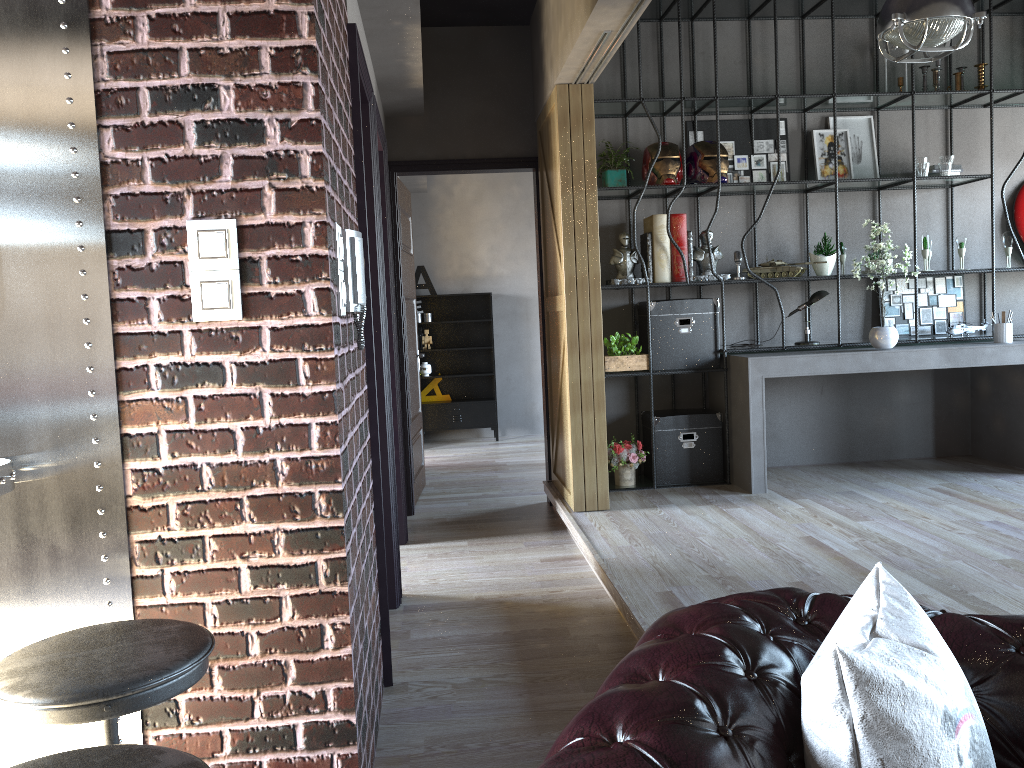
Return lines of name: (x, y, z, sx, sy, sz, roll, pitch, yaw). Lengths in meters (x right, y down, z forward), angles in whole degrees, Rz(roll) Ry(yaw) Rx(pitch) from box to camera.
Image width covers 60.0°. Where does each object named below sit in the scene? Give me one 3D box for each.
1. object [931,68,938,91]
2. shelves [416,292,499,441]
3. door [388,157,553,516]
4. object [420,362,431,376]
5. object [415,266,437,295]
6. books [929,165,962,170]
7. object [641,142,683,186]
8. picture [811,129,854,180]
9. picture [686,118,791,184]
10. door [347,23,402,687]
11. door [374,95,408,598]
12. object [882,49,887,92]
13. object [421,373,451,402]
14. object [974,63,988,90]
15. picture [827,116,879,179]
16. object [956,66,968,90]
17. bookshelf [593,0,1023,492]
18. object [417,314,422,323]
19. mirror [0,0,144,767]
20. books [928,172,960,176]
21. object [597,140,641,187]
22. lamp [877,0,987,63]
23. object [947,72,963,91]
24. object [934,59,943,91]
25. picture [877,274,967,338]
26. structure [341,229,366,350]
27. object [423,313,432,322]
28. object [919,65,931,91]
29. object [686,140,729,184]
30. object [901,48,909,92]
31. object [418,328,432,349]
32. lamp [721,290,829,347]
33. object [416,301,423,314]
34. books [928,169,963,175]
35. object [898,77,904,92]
object: (3.034, -2.140, 6.351, 0.080, 0.225, 0.080, -5, 5, -32)
shelves: (-0.655, -0.177, 10.072, 0.911, 1.676, 0.354, -3, 4, -5)
door: (-0.321, -0.379, 6.958, 1.150, 2.541, 1.129, -3, 4, -5)
object: (-0.984, -0.165, 10.033, 0.139, 0.162, 0.139, -6, 5, -40)
object: (-1.030, -1.176, 10.116, 0.343, 0.344, 0.057, -3, 4, -5)
books: (3.083, -1.552, 6.398, 0.225, 0.029, 0.179, -4, 5, -13)
object: (1.039, -1.502, 6.090, 0.280, 0.327, 0.400, -3, 4, 0)
picture: (2.311, -1.628, 6.388, 0.268, 0.413, 0.101, -3, 4, -5)
picture: (1.637, -1.658, 6.398, 0.749, 0.503, 0.058, -3, 4, -5)
door: (-0.677, -0.114, 3.878, 0.219, 2.537, 1.003, -3, 4, -5)
door: (-1.219, -0.181, 5.002, 1.098, 2.541, 1.151, -3, 4, -5)
object: (2.697, -2.211, 6.398, 0.128, 0.390, 0.128, -5, 5, -36)
object: (-0.898, 0.039, 10.203, 0.393, 0.320, 0.057, -3, 4, -5)
object: (3.294, -2.145, 6.227, 0.130, 0.232, 0.130, -5, 4, -27)
picture: (2.481, -1.691, 6.442, 0.332, 0.514, 0.119, -3, 4, -5)
object: (3.204, -2.148, 6.317, 0.084, 0.232, 0.084, -4, 4, -24)
bookshelf: (2.757, -1.027, 6.317, 4.483, 3.279, 0.527, -3, 4, -5)
object: (-1.076, -0.750, 10.097, 0.095, 0.101, 0.095, -1, 4, 18)
mirror: (-1.559, -0.400, 2.218, 1.048, 3.457, 0.050, -3, 4, -5)
books: (3.081, -1.502, 6.406, 0.166, 0.024, 0.227, -5, 5, -26)
object: (0.696, -1.487, 6.075, 0.295, 0.339, 0.324, 1, 5, 41)
lamp: (2.179, -2.337, 4.765, 0.534, 1.148, 0.516, -5, 4, -28)
object: (3.120, -2.094, 6.200, 0.189, 0.152, 0.190, -1, 4, 18)
object: (2.970, -2.131, 6.175, 0.100, 0.243, 0.100, -2, 4, 4)
picture: (3.038, -0.575, 6.557, 0.665, 0.447, 0.051, -3, 4, -5)
structure: (-0.495, -0.295, 2.828, 0.068, 0.370, 0.280, -3, 4, -5)
object: (-0.961, -0.756, 10.107, 0.095, 0.101, 0.095, -1, 4, 18)
object: (2.906, -2.128, 6.242, 0.084, 0.232, 0.084, -1, 4, 22)
object: (1.356, -1.519, 6.118, 0.280, 0.327, 0.400, -4, 4, -15)
object: (2.816, -2.211, 6.337, 0.128, 0.390, 0.128, 1, 5, 44)
object: (-1.002, -0.518, 10.028, 0.190, 0.254, 0.129, -3, 4, -7)
lamp: (1.864, -0.462, 6.287, 0.739, 0.370, 0.205, -1, 4, 19)
object: (-1.072, -0.876, 10.133, 0.107, 0.151, 0.055, -3, 4, -5)
books: (3.093, -1.527, 6.407, 0.243, 0.024, 0.175, -3, 5, -9)
object: (2.697, -2.060, 6.152, 0.135, 0.129, 0.135, -5, 5, -32)
